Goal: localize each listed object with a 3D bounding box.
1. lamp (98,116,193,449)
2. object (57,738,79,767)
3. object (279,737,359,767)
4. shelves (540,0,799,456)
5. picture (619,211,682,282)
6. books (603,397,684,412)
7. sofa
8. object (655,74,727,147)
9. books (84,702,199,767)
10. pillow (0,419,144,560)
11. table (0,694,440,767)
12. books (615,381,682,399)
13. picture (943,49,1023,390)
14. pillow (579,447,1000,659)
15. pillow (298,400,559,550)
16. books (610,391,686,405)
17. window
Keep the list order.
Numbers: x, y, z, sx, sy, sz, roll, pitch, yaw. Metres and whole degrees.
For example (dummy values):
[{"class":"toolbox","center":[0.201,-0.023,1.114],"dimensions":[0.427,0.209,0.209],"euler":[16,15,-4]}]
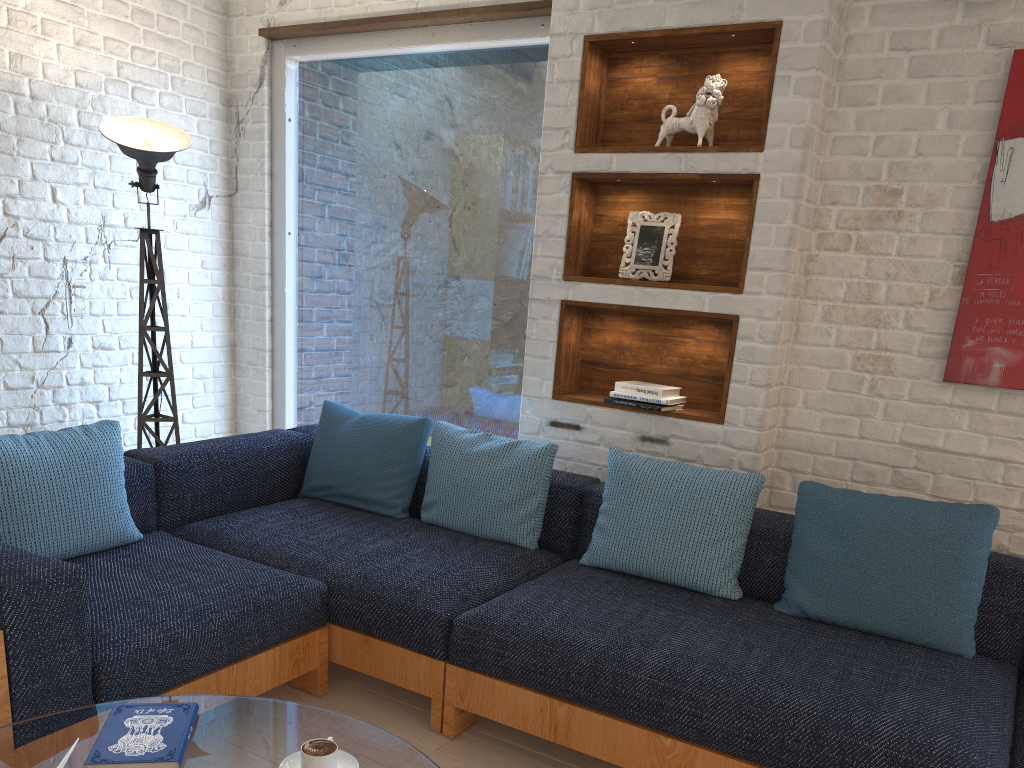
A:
[{"class":"lamp","center":[-1.238,-0.104,3.648],"dimensions":[0.869,1.920,0.483],"euler":[5,15,2]},{"class":"object","center":[-0.802,0.663,1.441],"dimensions":[0.185,0.095,0.188],"euler":[-1,10,-34]},{"class":"object","center":[-0.301,0.705,1.585],"dimensions":[0.268,0.059,0.151],"euler":[7,8,22]},{"class":"shelves","center":[0.540,-0.510,3.112],"dimensions":[0.757,1.485,0.186],"euler":[12,17,28]},{"class":"picture","center":[0.501,-0.496,3.151],"dimensions":[0.191,0.254,0.099],"euler":[9,15,20]},{"class":"books","center":[0.489,0.073,3.236],"dimensions":[0.246,0.018,0.160],"euler":[10,9,39]},{"class":"sofa","center":[0.238,0.780,2.271],"dimensions":[3.891,0.687,2.034],"euler":[8,8,29]},{"class":"object","center":[0.609,-0.921,2.967],"dimensions":[0.211,0.253,0.110],"euler":[13,17,36]},{"class":"books","center":[-0.705,0.678,1.680],"dimensions":[0.163,0.024,0.223],"euler":[3,7,-12]},{"class":"pillow","center":[-1.384,0.327,2.609],"dimensions":[0.220,0.424,0.543],"euler":[12,13,29]},{"class":"table","center":[-0.295,0.973,1.222],"dimensions":[1.796,0.464,1.057],"euler":[10,10,35]},{"class":"books","center":[0.502,0.020,3.226],"dimensions":[0.201,0.035,0.130],"euler":[10,9,39]},{"class":"picture","center":[1.737,-0.442,2.485],"dimensions":[0.732,0.999,0.018],"euler":[11,17,28]},{"class":"pillow","center":[0.800,0.476,2.677],"dimensions":[1.194,0.435,0.247],"euler":[9,14,28]},{"class":"pillow","center":[-0.349,0.334,3.338],"dimensions":[1.091,0.416,0.236],"euler":[9,14,28]},{"class":"books","center":[0.505,0.047,3.229],"dimensions":[0.232,0.019,0.167],"euler":[9,8,32]},{"class":"window","center":[4.373,-1.712,0.985],"dimensions":[12.151,6.682,0.627],"euler":[9,16,29]}]
